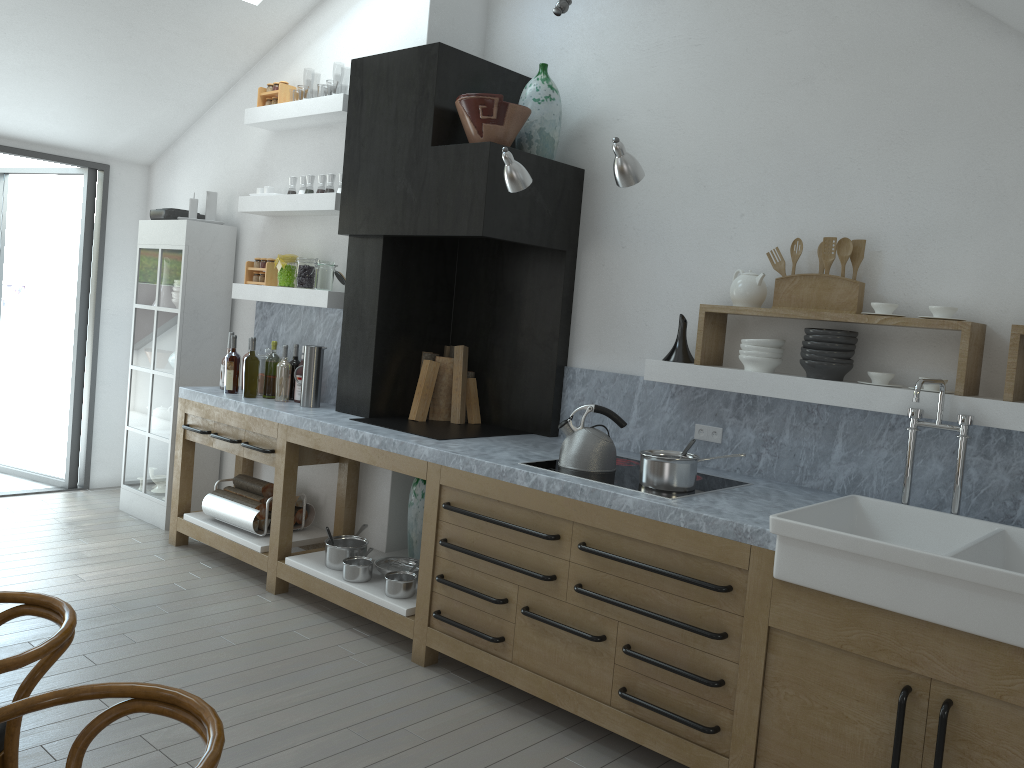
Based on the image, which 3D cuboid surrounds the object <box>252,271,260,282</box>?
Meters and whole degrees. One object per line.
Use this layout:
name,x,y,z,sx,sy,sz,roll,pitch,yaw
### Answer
object,-1.589,-0.666,5.538,0.058,0.075,0.059,3,4,-25

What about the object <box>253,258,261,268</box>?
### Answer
object,-1.582,-0.751,5.534,0.058,0.075,0.059,3,4,-25

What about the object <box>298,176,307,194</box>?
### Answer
object,-1.225,-1.160,5.207,0.068,0.124,0.064,7,4,35

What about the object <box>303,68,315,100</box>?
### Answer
object,-1.172,-1.717,5.100,0.063,0.187,0.063,6,3,10

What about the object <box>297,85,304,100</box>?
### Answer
object,-1.218,-1.682,5.161,0.071,0.098,0.071,5,3,6

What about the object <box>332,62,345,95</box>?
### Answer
object,-0.966,-1.684,4.916,0.063,0.187,0.063,6,3,10

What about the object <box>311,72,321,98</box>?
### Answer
object,-1.146,-1.716,5.158,0.054,0.178,0.054,6,3,18

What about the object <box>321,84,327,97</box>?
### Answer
object,-1.051,-1.652,5.050,0.077,0.085,0.077,4,4,-16

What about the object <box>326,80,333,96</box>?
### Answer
object,-1.012,-1.649,4.977,0.071,0.098,0.071,5,3,6

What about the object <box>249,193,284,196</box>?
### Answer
object,-1.498,-1.151,5.453,0.295,0.025,0.113,9,6,41

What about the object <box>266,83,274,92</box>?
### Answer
object,-1.488,-1.819,5.480,0.058,0.075,0.059,3,4,-25

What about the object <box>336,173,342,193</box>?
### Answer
object,-0.945,-1.115,4.945,0.068,0.124,0.064,7,4,35

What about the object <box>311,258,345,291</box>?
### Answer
object,-1.041,-0.619,5.033,0.207,0.177,0.103,3,4,-26

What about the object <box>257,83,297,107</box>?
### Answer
object,-1.443,-1.749,5.437,0.237,0.146,0.120,9,5,41

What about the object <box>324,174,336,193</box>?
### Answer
object,-1.028,-1.128,5.019,0.068,0.124,0.064,7,4,35

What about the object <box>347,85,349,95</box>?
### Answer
object,-0.959,-1.648,5.052,0.093,0.093,0.095,4,4,-16

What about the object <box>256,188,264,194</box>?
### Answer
object,-1.550,-1.182,5.502,0.058,0.061,0.057,8,5,41

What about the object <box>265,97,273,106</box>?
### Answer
object,-1.496,-1.733,5.485,0.058,0.075,0.059,3,4,-25

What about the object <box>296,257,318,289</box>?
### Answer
object,-1.202,-0.647,5.173,0.120,0.182,0.120,3,4,-34

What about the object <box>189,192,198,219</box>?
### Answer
object,-2.081,-1.155,5.791,0.054,0.196,0.054,4,3,-24

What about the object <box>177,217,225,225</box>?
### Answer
object,-2.040,-1.063,5.819,0.294,0.025,0.151,3,5,-24

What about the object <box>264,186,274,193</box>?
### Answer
object,-1.495,-1.179,5.452,0.054,0.071,0.054,8,5,41

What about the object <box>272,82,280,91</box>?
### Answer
object,-1.438,-1.811,5.436,0.058,0.075,0.059,3,4,-25

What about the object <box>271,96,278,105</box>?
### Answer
object,-1.446,-1.725,5.440,0.058,0.075,0.059,3,4,-25

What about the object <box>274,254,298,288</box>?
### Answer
object,-1.352,-0.677,5.303,0.163,0.199,0.128,8,4,36

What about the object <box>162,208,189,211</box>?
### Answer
object,-2.271,-1.122,6.019,0.170,0.119,0.170,9,5,41

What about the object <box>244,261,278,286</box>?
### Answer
object,-1.537,-0.681,5.490,0.237,0.146,0.120,9,5,41

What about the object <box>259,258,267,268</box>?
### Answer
object,-1.532,-0.743,5.489,0.058,0.075,0.059,3,4,-25

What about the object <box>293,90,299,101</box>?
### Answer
object,-1.258,-1.684,5.234,0.077,0.085,0.077,4,4,-16

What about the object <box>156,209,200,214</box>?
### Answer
object,-2.272,-1.113,6.020,0.238,0.119,0.238,9,6,41

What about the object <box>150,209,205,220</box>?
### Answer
object,-2.273,-1.103,6.020,0.299,0.119,0.298,9,6,41

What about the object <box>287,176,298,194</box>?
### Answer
object,-1.308,-1.173,5.281,0.068,0.124,0.064,7,4,35

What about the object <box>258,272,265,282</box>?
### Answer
object,-1.539,-0.658,5.494,0.058,0.075,0.059,3,4,-25

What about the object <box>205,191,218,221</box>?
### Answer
object,-1.983,-1.157,5.833,0.072,0.211,0.071,4,3,-25

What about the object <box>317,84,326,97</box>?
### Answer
object,-1.091,-1.671,5.126,0.082,0.105,0.082,6,4,10

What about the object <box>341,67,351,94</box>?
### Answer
object,-0.939,-1.683,4.974,0.054,0.178,0.054,6,3,18

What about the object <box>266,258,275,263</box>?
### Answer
object,-1.482,-0.735,5.445,0.058,0.075,0.059,3,4,-25

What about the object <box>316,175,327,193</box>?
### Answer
object,-1.092,-1.139,5.087,0.068,0.124,0.064,7,4,35

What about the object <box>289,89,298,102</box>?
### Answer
object,-1.297,-1.704,5.309,0.082,0.105,0.082,6,4,10

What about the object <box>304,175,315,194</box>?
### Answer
object,-1.171,-1.150,5.139,0.068,0.124,0.064,7,4,35

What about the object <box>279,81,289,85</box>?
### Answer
object,-1.389,-1.803,5.392,0.058,0.075,0.059,3,4,-25
